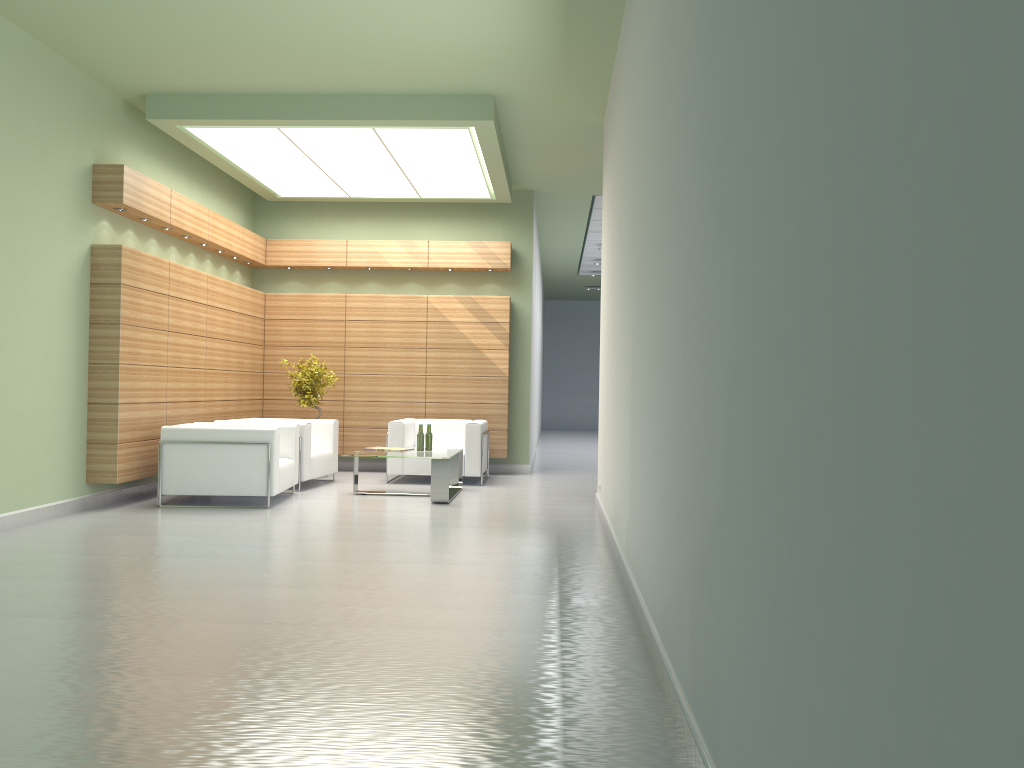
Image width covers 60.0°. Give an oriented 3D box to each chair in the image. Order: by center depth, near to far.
[{"bbox_3d":[-4.515,1.274,14.404,1.802,1.234,1.894,1,0,-2],"label":"chair"},{"bbox_3d":[-4.389,1.292,16.725,1.769,1.234,1.894,1,0,8],"label":"chair"},{"bbox_3d":[-1.470,1.353,18.031,1.894,1.234,1.802,1,0,3],"label":"chair"}]

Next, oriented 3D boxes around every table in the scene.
[{"bbox_3d":[-1.853,1.549,15.477,1.783,0.742,2.197,1,0,3],"label":"table"}]

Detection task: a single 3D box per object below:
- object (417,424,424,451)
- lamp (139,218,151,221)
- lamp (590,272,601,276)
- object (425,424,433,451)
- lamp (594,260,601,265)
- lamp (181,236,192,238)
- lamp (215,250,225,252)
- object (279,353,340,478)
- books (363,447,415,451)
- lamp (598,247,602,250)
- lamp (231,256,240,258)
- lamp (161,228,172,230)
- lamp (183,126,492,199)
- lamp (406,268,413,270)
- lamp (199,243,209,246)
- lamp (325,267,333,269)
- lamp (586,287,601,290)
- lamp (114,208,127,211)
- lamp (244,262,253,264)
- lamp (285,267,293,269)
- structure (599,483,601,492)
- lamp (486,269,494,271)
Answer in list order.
[{"bbox_3d":[-1.607,0.944,15.600,0.131,0.475,0.131,1,0,-32],"label":"object"},{"bbox_3d":[-5.916,-2.672,14.285,0.181,0.074,0.181,1,0,-14],"label":"lamp"},{"bbox_3d":[3.278,-4.158,33.452,0.657,0.159,0.286,1,0,3],"label":"lamp"},{"bbox_3d":[-1.472,0.947,15.715,0.131,0.475,0.131,1,0,-32],"label":"object"},{"bbox_3d":[3.135,-4.181,30.408,0.657,0.159,0.286,1,0,3],"label":"lamp"},{"bbox_3d":[-5.840,-2.660,15.897,0.181,0.074,0.181,1,0,-25],"label":"lamp"},{"bbox_3d":[-5.764,-2.648,17.508,0.181,0.074,0.181,1,0,-14],"label":"lamp"},{"bbox_3d":[-4.258,0.631,18.360,1.201,2.565,1.116,1,0,-29],"label":"object"},{"bbox_3d":[-2.196,1.160,15.848,0.762,0.025,0.508,1,0,23],"label":"books"},{"bbox_3d":[2.988,-4.205,27.278,0.657,0.159,0.286,1,0,3],"label":"lamp"},{"bbox_3d":[-5.726,-2.642,18.328,0.181,0.074,0.181,1,0,-25],"label":"lamp"},{"bbox_3d":[-5.877,-2.666,15.096,0.181,0.074,0.181,1,0,-14],"label":"lamp"},{"bbox_3d":[-2.835,-4.189,16.548,4.571,0.325,5.060,1,0,3],"label":"lamp"},{"bbox_3d":[-2.272,-2.571,19.642,0.181,0.074,0.181,1,0,-3],"label":"lamp"},{"bbox_3d":[-5.802,-2.654,16.711,0.181,0.074,0.181,1,0,-14],"label":"lamp"},{"bbox_3d":[-4.070,-2.603,19.726,0.181,0.074,0.181,1,0,-3],"label":"lamp"},{"bbox_3d":[3.488,-4.124,37.911,0.657,0.159,0.286,1,0,3],"label":"lamp"},{"bbox_3d":[-5.953,-2.678,13.489,0.181,0.074,0.181,1,0,-25],"label":"lamp"},{"bbox_3d":[-5.688,-2.636,19.135,0.181,0.074,0.181,1,0,-14],"label":"lamp"},{"bbox_3d":[-4.968,-2.619,19.769,0.181,0.074,0.181,1,0,-3],"label":"lamp"},{"bbox_3d":[1.374,1.615,13.887,0.017,0.118,0.262,1,0,3],"label":"structure"},{"bbox_3d":[-0.485,-2.540,19.557,0.181,0.074,0.181,1,0,-3],"label":"lamp"}]
